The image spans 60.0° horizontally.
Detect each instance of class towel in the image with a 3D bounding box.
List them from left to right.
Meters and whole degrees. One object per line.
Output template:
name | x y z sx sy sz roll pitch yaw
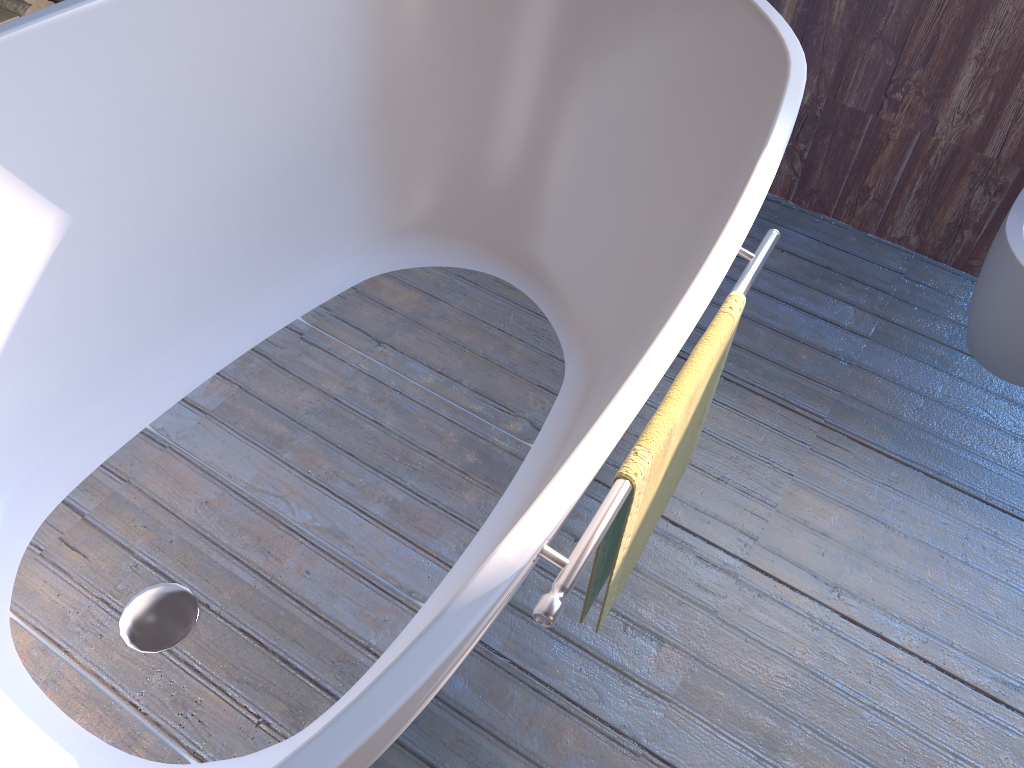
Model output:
towel | 0.206 0.110 1.220 0.032 0.361 0.370 25 51 17

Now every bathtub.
bathtub | -0.288 -0.221 1.259 1.935 1.109 1.460 -26 55 -25

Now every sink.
sink | 1.116 -0.214 1.758 0.335 0.517 0.515 29 52 20

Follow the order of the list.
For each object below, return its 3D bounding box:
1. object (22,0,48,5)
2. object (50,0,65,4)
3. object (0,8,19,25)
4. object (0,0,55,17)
object | -1.518 -1.224 2.552 0.437 0.133 0.137 26 51 18
object | -1.470 -1.221 2.719 0.455 0.137 0.139 26 51 18
object | -1.629 -1.056 2.563 0.482 0.129 0.143 26 51 18
object | -1.536 -1.132 2.632 0.437 0.133 0.137 26 51 18
